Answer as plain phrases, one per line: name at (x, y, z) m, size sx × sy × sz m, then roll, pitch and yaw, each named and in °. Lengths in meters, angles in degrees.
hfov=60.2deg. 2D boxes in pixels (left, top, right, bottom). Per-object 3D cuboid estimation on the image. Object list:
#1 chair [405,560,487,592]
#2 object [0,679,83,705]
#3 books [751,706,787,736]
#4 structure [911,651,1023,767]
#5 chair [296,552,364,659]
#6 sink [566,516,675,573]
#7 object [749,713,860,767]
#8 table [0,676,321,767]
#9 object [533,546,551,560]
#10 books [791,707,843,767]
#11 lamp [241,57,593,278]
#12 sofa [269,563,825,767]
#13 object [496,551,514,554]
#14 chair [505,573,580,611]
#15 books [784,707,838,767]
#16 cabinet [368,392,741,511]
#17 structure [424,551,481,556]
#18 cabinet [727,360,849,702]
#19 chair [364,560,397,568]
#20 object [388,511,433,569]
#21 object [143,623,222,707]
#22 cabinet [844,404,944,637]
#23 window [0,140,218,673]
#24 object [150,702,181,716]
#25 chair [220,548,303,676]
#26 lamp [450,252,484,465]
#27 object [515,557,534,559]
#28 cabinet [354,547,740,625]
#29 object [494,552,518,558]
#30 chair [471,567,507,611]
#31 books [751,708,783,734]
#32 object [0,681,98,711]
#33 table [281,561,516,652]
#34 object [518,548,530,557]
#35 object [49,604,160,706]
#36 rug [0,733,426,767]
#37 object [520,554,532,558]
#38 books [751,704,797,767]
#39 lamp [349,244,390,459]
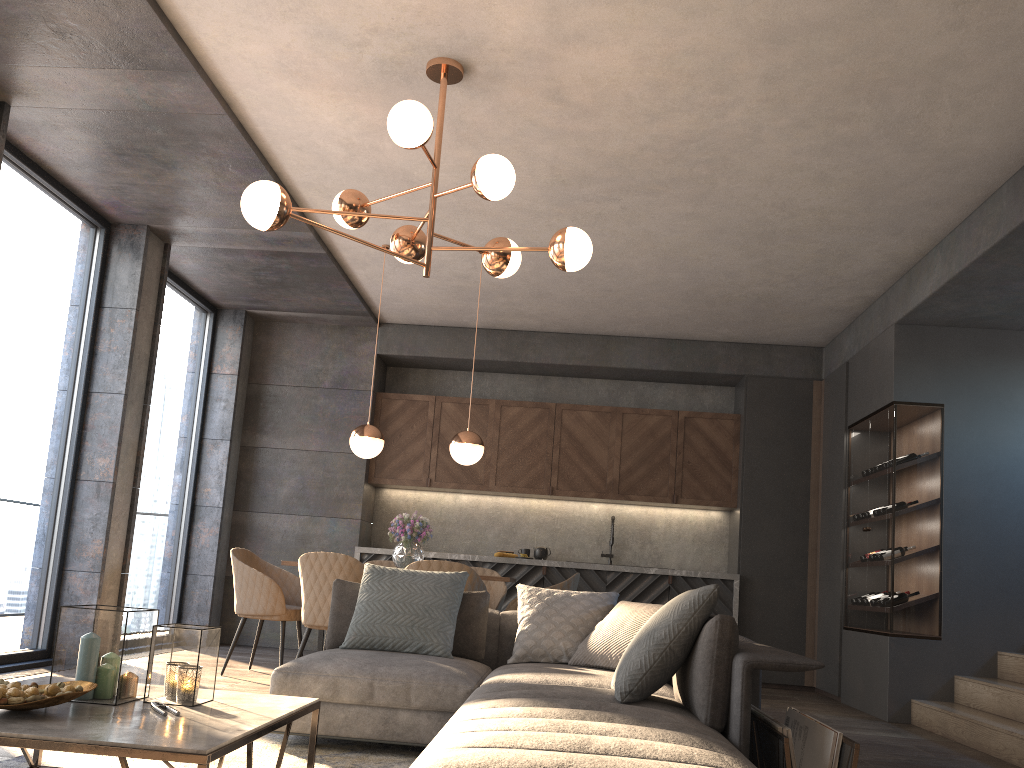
chair at (-0.449, 1.492, 5.344) m, size 0.555 × 0.825 × 0.517 m, roll 5°, pitch -9°, yaw -2°
object at (-1.267, 0.804, 2.281) m, size 0.277 × 0.071 × 0.328 m, roll 6°, pitch -12°, yaw -7°
books at (0.861, 1.286, 2.946) m, size 0.068 × 0.350 × 0.576 m, roll 4°, pitch -11°, yaw 4°
structure at (3.798, 1.473, 5.172) m, size 2.258 × 1.404 × 1.530 m, roll 3°, pitch -10°, yaw 4°
chair at (-1.058, 1.455, 5.381) m, size 0.554 × 0.825 × 0.518 m, roll 2°, pitch -9°, yaw 13°
sink at (0.989, 1.477, 8.093) m, size 0.962 × 0.540 × 0.467 m, roll 3°, pitch -10°, yaw 4°
object at (0.905, 1.282, 2.868) m, size 0.216 × 0.347 × 0.678 m, roll 4°, pitch -12°, yaw 4°
table at (-1.123, 1.045, 2.433) m, size 0.930 × 0.305 × 0.945 m, roll 3°, pitch -12°, yaw 4°
object at (0.271, 1.571, 8.172) m, size 0.137 × 0.135 × 0.154 m, roll 9°, pitch -11°, yaw -23°
books at (0.973, 1.291, 2.930) m, size 0.064 × 0.350 × 0.576 m, roll 4°, pitch -11°, yaw 4°
lamp at (-0.458, -0.943, 4.044) m, size 1.469 × 1.025 × 1.026 m, roll 8°, pitch -11°, yaw -20°
sofa at (0.003, 1.077, 3.229) m, size 2.022 × 0.773 × 2.957 m, roll 3°, pitch -12°, yaw 4°
object at (-0.066, 1.584, 8.199) m, size 0.157 × 0.067 × 0.118 m, roll 7°, pitch -12°, yaw -11°
chair at (0.167, 1.649, 5.838) m, size 0.510 × 0.825 × 0.563 m, roll 3°, pitch -9°, yaw 8°
books at (0.960, 1.292, 2.938) m, size 0.064 × 0.350 × 0.576 m, roll 4°, pitch -11°, yaw 4°
cabinet at (0.388, 0.638, 8.324) m, size 3.390 × 0.855 × 0.374 m, roll 3°, pitch -8°, yaw 4°
structure at (-0.522, 1.580, 8.142) m, size 0.610 × 0.017 × 0.512 m, roll 3°, pitch -13°, yaw 4°
cabinet at (2.599, 1.271, 7.678) m, size 1.186 × 2.720 × 1.219 m, roll 4°, pitch -8°, yaw 4°
chair at (-0.975, 1.718, 6.522) m, size 0.555 × 0.825 × 0.517 m, roll 5°, pitch -9°, yaw -2°
object at (-0.692, 1.066, 6.027) m, size 0.299 × 0.403 × 0.331 m, roll 9°, pitch -11°, yaw -25°
object at (-0.974, 0.830, 2.621) m, size 0.148 × 0.218 × 0.152 m, roll 4°, pitch -9°, yaw 4°
cabinet at (2.820, 1.036, 6.570) m, size 0.337 × 1.564 × 1.013 m, roll 4°, pitch -9°, yaw 4°
window at (-3.017, -0.040, 4.246) m, size 0.199 × 2.956 × 7.381 m, roll 4°, pitch -12°, yaw 4°
object at (-0.961, 0.894, 2.432) m, size 0.047 × 0.012 × 0.182 m, roll 13°, pitch -15°, yaw -33°
chair at (-1.660, 1.547, 5.988) m, size 0.510 × 0.825 × 0.563 m, roll 3°, pitch -9°, yaw 8°
lamp at (-0.263, -0.194, 6.178) m, size 0.240 × 1.525 × 0.241 m, roll 7°, pitch -8°, yaw -20°
object at (0.112, 1.582, 8.011) m, size 0.170 × 0.020 × 0.172 m, roll -3°, pitch -14°, yaw 29°
cabinet at (0.271, 2.084, 8.011) m, size 3.390 × 0.938 × 0.609 m, roll 3°, pitch -9°, yaw 4°
object at (-0.047, 1.566, 8.050) m, size 0.071 × 0.054 × 0.304 m, roll -6°, pitch -16°, yaw 44°
chair at (-0.329, 1.752, 6.458) m, size 0.555 × 0.825 × 0.517 m, roll 4°, pitch -9°, yaw 3°
books at (0.846, 1.286, 2.950) m, size 0.062 × 0.350 × 0.576 m, roll 4°, pitch -11°, yaw 4°
object at (-1.268, 0.803, 2.290) m, size 0.348 × 0.083 × 0.351 m, roll 8°, pitch -13°, yaw -18°
table at (-0.749, 1.634, 5.921) m, size 1.465 × 0.759 × 0.780 m, roll 3°, pitch -10°, yaw 4°
object at (0.117, 1.579, 8.183) m, size 0.090 × 0.102 × 0.113 m, roll -3°, pitch -13°, yaw 36°
object at (-1.183, 0.783, 2.572) m, size 0.199 × 0.257 × 0.199 m, roll 4°, pitch -10°, yaw 4°
rug at (-0.871, 1.311, 2.818) m, size 1.728 × 0.020 × 3.194 m, roll 3°, pitch -13°, yaw 4°
object at (0.113, 1.565, 8.013) m, size 0.120 × 0.045 × 0.118 m, roll 2°, pitch -12°, yaw 9°
books at (0.879, 1.288, 2.943) m, size 0.079 × 0.348 × 0.576 m, roll 4°, pitch -11°, yaw 4°
lamp at (-0.961, -0.236, 6.224) m, size 0.239 × 1.525 × 0.242 m, roll 3°, pitch -8°, yaw 10°
